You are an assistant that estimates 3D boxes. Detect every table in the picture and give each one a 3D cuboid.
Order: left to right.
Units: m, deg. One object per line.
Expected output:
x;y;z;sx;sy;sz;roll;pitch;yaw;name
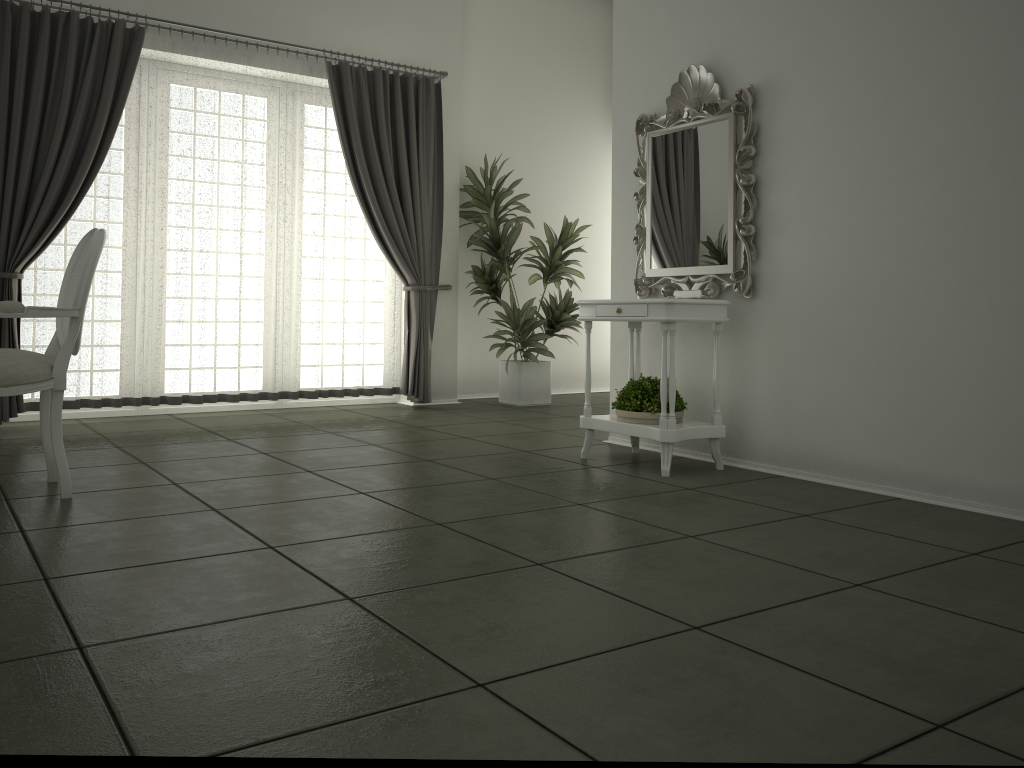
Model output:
0.675;-0.011;4.350;0.432;0.806;0.699;1;1;-34;table

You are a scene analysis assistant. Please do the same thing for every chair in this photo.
-1.980;-0.100;3.462;0.690;1.065;0.595;0;0;-34;chair

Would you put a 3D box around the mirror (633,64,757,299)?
0.917;-1.040;4.535;0.082;1.210;0.838;1;0;-34;mirror

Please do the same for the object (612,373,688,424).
0.681;0.063;4.354;0.374;0.232;0.347;-2;3;-39;object

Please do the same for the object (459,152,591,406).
0.120;-0.889;7.358;1.161;2.099;1.039;1;0;-16;object

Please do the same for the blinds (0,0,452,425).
-1.998;-1.080;6.230;3.659;2.606;0.660;-1;0;-34;blinds
